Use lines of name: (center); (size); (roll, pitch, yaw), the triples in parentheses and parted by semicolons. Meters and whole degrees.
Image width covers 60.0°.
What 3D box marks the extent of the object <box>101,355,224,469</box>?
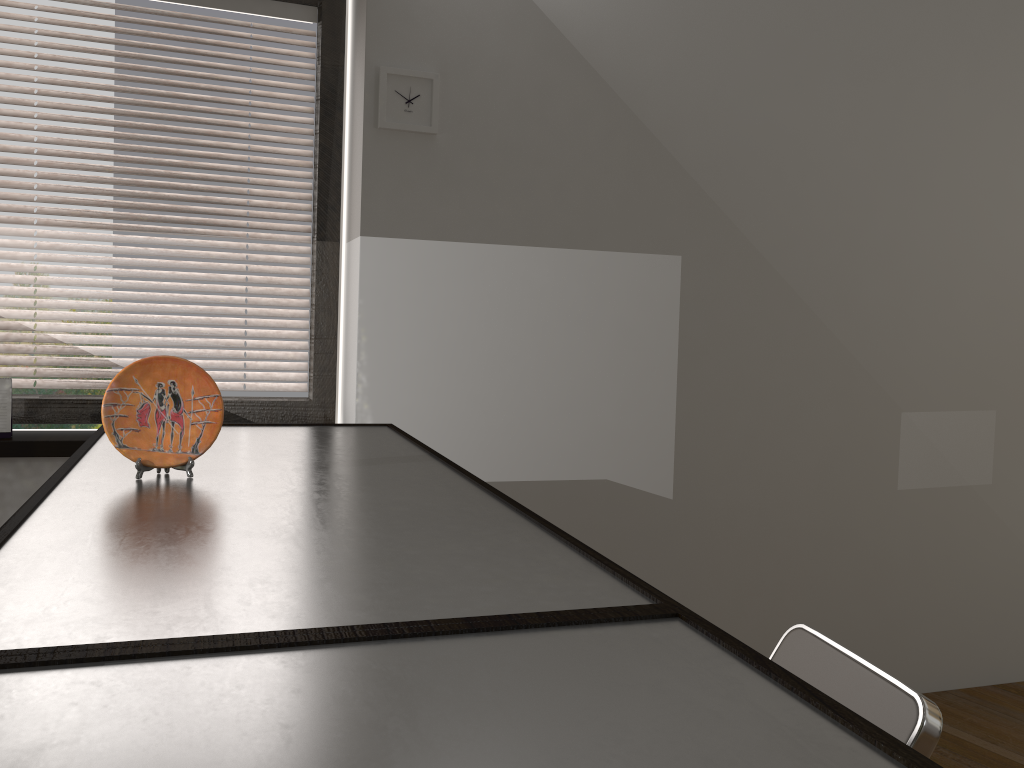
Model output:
object: (-0.559, 0.044, 1.425); (0.184, 0.178, 0.055); (1, 4, -22)

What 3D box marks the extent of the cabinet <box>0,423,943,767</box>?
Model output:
cabinet: (-0.170, 0.772, 0.772); (0.663, 1.134, 2.947); (1, 4, -19)

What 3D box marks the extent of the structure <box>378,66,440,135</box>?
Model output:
structure: (-0.312, -0.855, 2.681); (0.180, 0.180, 0.026); (1, 4, -19)

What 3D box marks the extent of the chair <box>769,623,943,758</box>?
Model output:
chair: (0.380, 0.883, 1.500); (0.460, 0.857, 0.418); (1, 4, -13)

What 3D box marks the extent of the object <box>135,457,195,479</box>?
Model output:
object: (-0.559, 0.082, 1.427); (0.088, 0.131, 0.072); (1, 4, -24)

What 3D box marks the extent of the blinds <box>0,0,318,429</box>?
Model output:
blinds: (-4.718, -3.374, 4.462); (9.030, 12.704, 16.000); (4, 4, 21)

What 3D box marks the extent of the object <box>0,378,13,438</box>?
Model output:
object: (-1.478, 0.067, 2.513); (0.106, 0.169, 0.057); (1, 4, -24)
